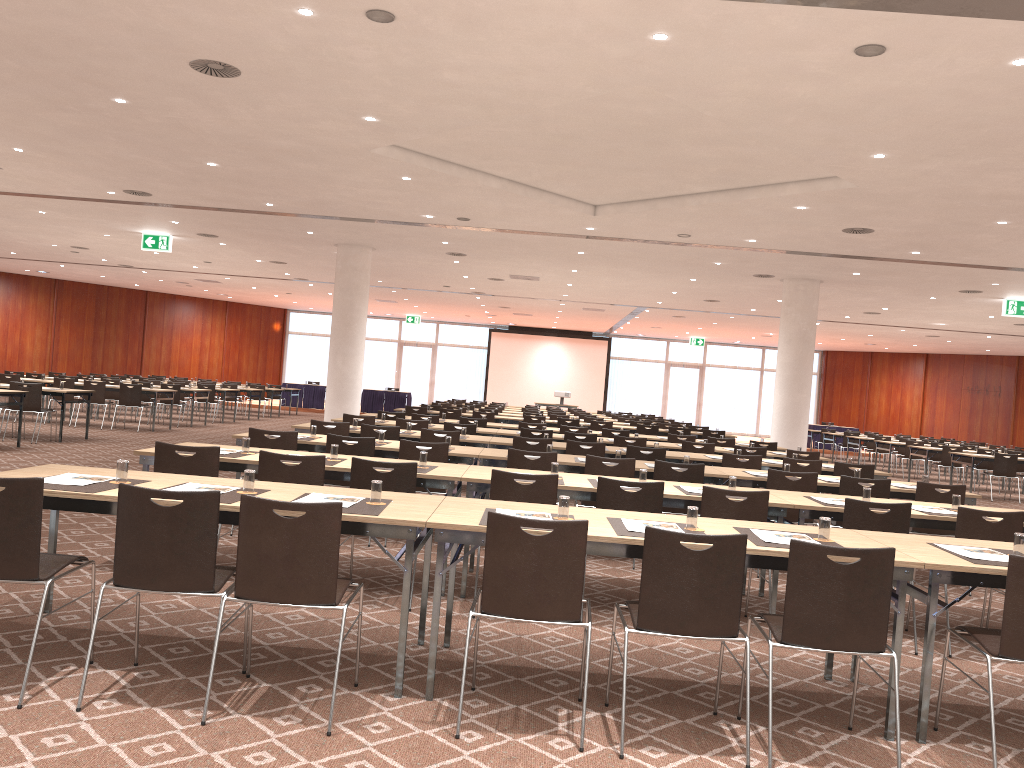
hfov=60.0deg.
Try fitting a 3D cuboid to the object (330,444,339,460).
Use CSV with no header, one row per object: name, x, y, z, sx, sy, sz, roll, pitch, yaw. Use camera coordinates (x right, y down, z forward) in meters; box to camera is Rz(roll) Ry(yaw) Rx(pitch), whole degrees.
object,-1.308,0.503,6.524,0.054,0.114,0.054,5,0,13

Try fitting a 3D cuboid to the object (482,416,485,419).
object,-0.465,0.583,14.507,0.054,0.114,0.054,5,0,35

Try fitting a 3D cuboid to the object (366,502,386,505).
object,-0.689,0.605,4.497,0.102,0.001,0.102,5,0,-32

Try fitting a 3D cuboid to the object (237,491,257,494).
object,-1.351,0.553,4.519,0.102,0.001,0.102,5,0,-32

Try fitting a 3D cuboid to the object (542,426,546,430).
object,0.455,0.653,12.484,0.054,0.114,0.054,5,0,35

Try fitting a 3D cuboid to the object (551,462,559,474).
object,0.311,0.630,6.472,0.054,0.114,0.054,4,0,-10

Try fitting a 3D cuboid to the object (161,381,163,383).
object,-7.964,0.001,20.174,0.054,0.114,0.054,4,0,-32

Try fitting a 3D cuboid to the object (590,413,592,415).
object,1.952,0.788,21.949,0.054,0.114,0.054,5,0,35

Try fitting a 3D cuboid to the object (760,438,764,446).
object,4.061,0.941,14.403,0.054,0.114,0.054,4,0,-10

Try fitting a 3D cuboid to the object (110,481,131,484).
object,-1.997,0.502,4.522,0.102,0.001,0.102,5,0,-32

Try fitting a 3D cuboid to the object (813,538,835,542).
object,1.565,0.783,4.451,0.102,0.001,0.102,5,0,-32

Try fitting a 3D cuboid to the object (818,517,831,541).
object,1.565,0.726,4.443,0.054,0.114,0.054,4,0,-32

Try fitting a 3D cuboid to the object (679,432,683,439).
object,2.755,0.838,14.428,0.054,0.114,0.054,5,0,13

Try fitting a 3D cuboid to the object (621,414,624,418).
object,2.980,0.872,23.925,0.054,0.114,0.054,5,0,35

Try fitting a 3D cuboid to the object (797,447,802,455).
object,4.014,0.934,12.394,0.054,0.114,0.054,5,0,35

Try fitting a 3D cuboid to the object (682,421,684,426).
object,4.216,0.967,21.892,0.054,0.114,0.054,4,0,-32

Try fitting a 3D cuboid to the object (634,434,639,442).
object,1.745,0.754,12.448,0.054,0.114,0.054,5,0,35

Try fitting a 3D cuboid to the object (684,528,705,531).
object,0.920,0.733,4.469,0.102,0.001,0.102,5,0,-32

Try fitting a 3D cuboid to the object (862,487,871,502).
object,2.574,0.809,6.434,0.054,0.114,0.054,5,0,35

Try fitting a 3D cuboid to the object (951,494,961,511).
object,3.219,0.860,6.426,0.054,0.114,0.054,5,0,35

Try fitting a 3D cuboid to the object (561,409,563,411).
object,1.347,0.744,23.964,0.054,0.114,0.054,5,0,35

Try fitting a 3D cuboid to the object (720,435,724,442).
object,3.409,0.889,14.422,0.054,0.114,0.054,5,0,35

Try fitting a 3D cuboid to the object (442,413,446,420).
object,-1.116,0.532,14.513,0.054,0.114,0.054,5,0,13

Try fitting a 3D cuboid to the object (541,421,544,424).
object,0.497,0.659,14.481,0.054,0.114,0.054,4,0,-10

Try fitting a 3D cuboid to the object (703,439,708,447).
object,2.710,0.831,12.428,0.054,0.114,0.054,4,0,-32

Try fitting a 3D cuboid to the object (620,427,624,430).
object,1.788,0.761,14.445,0.054,0.114,0.054,4,0,-10

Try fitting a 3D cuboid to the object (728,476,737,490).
object,1.605,0.733,6.458,0.054,0.114,0.054,4,0,-10

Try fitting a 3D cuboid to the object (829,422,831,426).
object,11.141,1.402,31.099,0.054,0.114,0.054,5,0,13

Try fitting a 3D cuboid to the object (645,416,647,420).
object,3.621,0.923,23.904,0.054,0.114,0.054,5,0,35

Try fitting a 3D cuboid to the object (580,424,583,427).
object,1.133,0.710,14.463,0.054,0.114,0.054,4,0,-10

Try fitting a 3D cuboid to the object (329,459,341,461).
object,-1.306,0.560,6.508,0.102,0.001,0.102,4,0,35

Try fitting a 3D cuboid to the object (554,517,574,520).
object,0.261,0.680,4.483,0.102,0.001,0.102,5,0,-32

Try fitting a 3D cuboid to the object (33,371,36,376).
object,-10.886,-0.230,20.233,0.054,0.114,0.054,5,0,35

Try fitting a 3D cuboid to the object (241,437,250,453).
object,-1.958,0.451,6.523,0.054,0.114,0.054,4,0,-10

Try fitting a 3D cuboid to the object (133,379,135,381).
object,-8.609,-0.050,20.190,0.054,0.114,0.054,4,0,-32

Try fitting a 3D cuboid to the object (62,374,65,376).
object,-10.229,-0.178,20.222,0.054,0.114,0.054,5,0,35

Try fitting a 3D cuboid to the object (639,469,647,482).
object,0.957,0.681,6.476,0.054,0.114,0.054,4,0,-10

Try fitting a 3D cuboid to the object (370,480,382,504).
object,-0.690,0.548,4.510,0.054,0.114,0.054,4,0,-32

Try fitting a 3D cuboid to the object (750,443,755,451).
object,3.362,0.882,12.408,0.054,0.114,0.054,4,0,-32

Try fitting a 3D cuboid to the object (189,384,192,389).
object,-7.313,0.052,20.145,0.054,0.114,0.054,4,0,-32

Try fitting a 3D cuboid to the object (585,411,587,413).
object,2.002,0.795,23.946,0.054,0.114,0.054,5,0,35

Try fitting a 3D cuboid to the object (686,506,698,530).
object,0.906,0.674,4.461,0.054,0.114,0.054,4,0,-32

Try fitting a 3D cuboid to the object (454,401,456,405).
object,-1.546,0.515,24.021,0.054,0.114,0.054,4,0,-32

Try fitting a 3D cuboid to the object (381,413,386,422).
object,-1.817,0.473,12.537,0.054,0.114,0.054,5,0,35

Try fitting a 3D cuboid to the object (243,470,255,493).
object,-1.341,0.496,4.525,0.054,0.114,0.054,5,0,35

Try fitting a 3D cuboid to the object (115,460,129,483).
object,-1.989,0.445,4.523,0.054,0.114,0.054,4,0,-32

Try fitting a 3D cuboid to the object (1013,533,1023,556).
object,2.536,0.803,4.429,0.054,0.114,0.054,5,0,35

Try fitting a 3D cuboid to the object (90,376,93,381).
object,-9.581,-0.127,20.205,0.054,0.114,0.054,5,0,35

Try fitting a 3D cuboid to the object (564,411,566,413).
object,1.306,0.737,21.954,0.054,0.114,0.054,5,0,35

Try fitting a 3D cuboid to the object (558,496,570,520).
object,0.261,0.623,4.472,0.054,0.114,0.054,4,0,-32

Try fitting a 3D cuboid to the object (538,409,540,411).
object,0.665,0.686,21.971,0.054,0.114,0.054,5,0,35

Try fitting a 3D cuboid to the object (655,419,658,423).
object,3.568,0.915,21.917,0.054,0.114,0.054,5,0,35

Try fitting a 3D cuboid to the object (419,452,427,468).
object,-0.651,0.554,6.496,0.054,0.114,0.054,5,0,35

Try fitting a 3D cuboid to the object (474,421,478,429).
object,-0.513,0.576,12.493,0.054,0.114,0.054,5,0,13

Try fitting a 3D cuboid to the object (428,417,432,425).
object,-1.167,0.524,12.519,0.054,0.114,0.054,5,0,13

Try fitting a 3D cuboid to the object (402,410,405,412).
object,-1.776,0.480,14.522,0.054,0.114,0.054,4,0,-10

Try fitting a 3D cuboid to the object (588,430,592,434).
object,1.098,0.703,12.466,0.054,0.114,0.054,5,0,35
